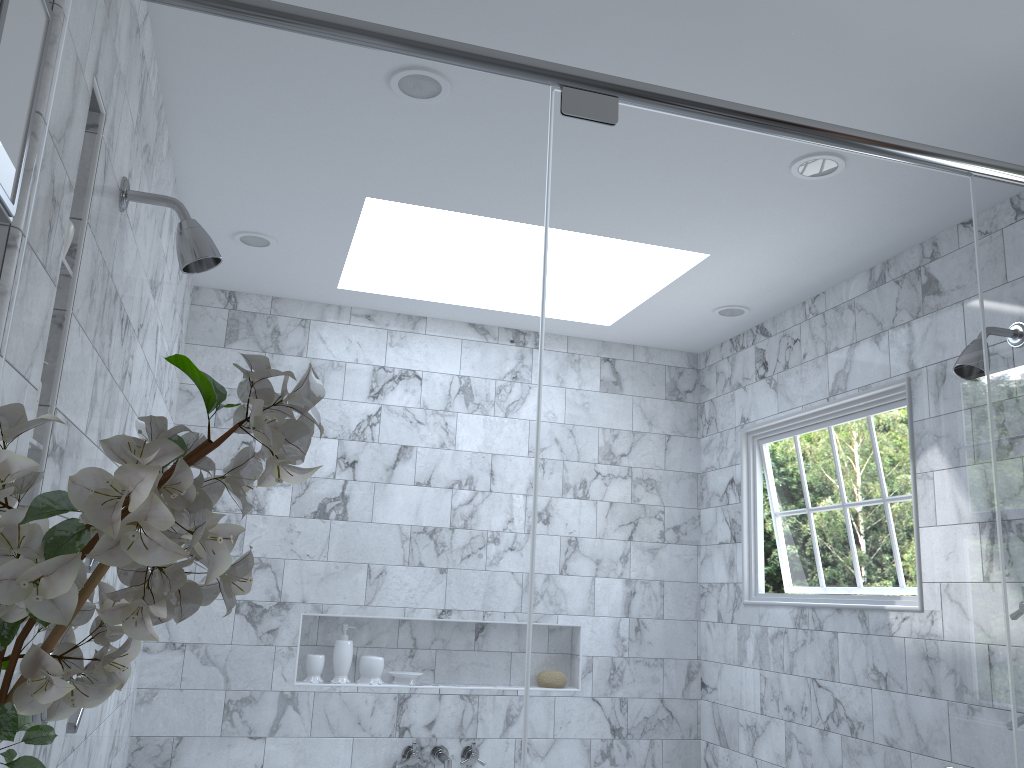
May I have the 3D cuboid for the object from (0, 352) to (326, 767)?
[{"bbox_3d":[-0.358,0.324,0.709,0.374,0.706,0.225,-1,-14,15],"label":"object"}]

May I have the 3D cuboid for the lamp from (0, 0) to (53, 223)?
[{"bbox_3d":[-0.537,-0.312,0.875,0.091,0.266,0.175,7,-14,-15],"label":"lamp"}]
